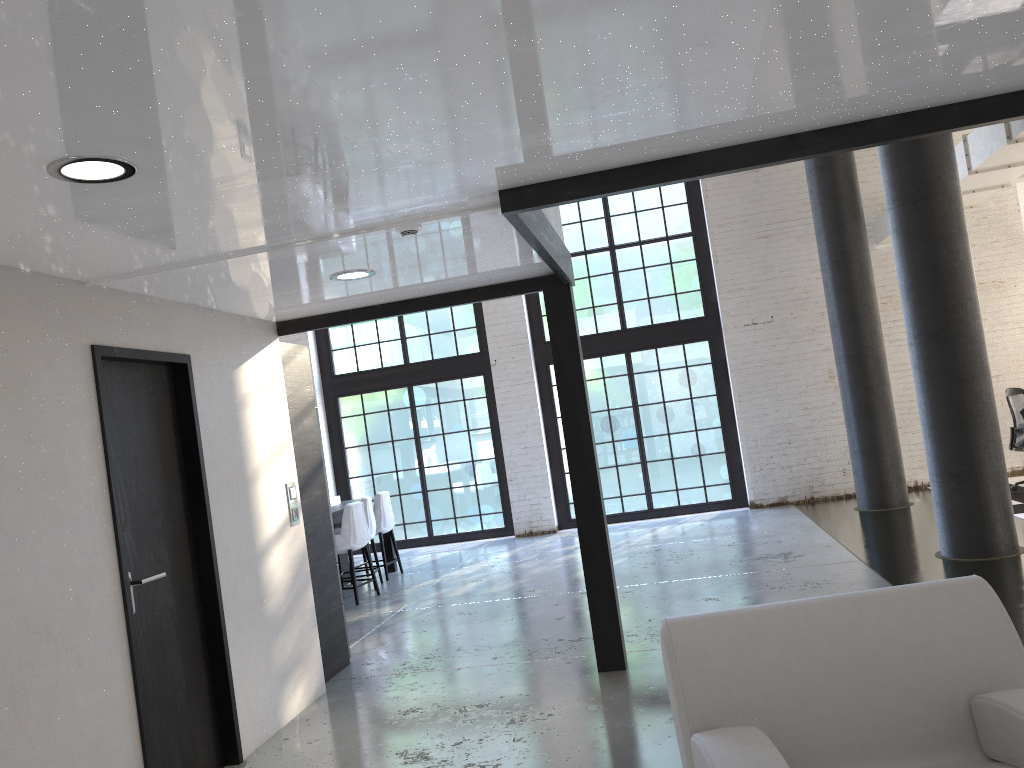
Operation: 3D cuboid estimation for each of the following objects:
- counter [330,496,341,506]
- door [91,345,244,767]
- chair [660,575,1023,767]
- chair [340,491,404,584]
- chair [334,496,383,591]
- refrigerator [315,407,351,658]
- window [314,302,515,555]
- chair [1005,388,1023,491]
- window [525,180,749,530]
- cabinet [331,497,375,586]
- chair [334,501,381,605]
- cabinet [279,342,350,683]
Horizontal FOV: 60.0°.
[{"bbox_3d":[-2.581,1.330,8.800,0.977,0.095,2.293,-9,-3,10],"label":"counter"},{"bbox_3d":[-1.642,0.881,4.029,0.271,2.057,0.750,-9,-2,10],"label":"door"},{"bbox_3d":[0.991,1.022,2.286,1.007,0.784,1.026,-8,-3,1],"label":"chair"},{"bbox_3d":[-1.544,1.697,9.771,0.501,0.984,0.579,-9,-2,16],"label":"chair"},{"bbox_3d":[-1.644,1.682,9.189,0.501,0.984,0.579,-8,-2,1],"label":"chair"},{"bbox_3d":[-1.702,1.091,5.874,0.853,1.771,0.821,-9,-2,10],"label":"refrigerator"},{"bbox_3d":[-1.455,-0.300,12.259,2.492,5.176,0.138,-9,-2,10],"label":"window"},{"bbox_3d":[5.583,0.537,9.319,0.792,1.085,0.771,-8,-2,-6],"label":"chair"},{"bbox_3d":[1.479,-0.747,11.733,2.492,5.176,0.138,-9,-2,10],"label":"window"},{"bbox_3d":[-2.276,1.798,8.986,1.371,0.910,2.692,-9,-3,10],"label":"cabinet"},{"bbox_3d":[-1.628,1.647,8.537,0.502,0.984,0.579,-9,-2,21],"label":"chair"},{"bbox_3d":[-3.073,1.150,7.922,4.277,2.314,4.232,-9,-3,10],"label":"cabinet"}]
